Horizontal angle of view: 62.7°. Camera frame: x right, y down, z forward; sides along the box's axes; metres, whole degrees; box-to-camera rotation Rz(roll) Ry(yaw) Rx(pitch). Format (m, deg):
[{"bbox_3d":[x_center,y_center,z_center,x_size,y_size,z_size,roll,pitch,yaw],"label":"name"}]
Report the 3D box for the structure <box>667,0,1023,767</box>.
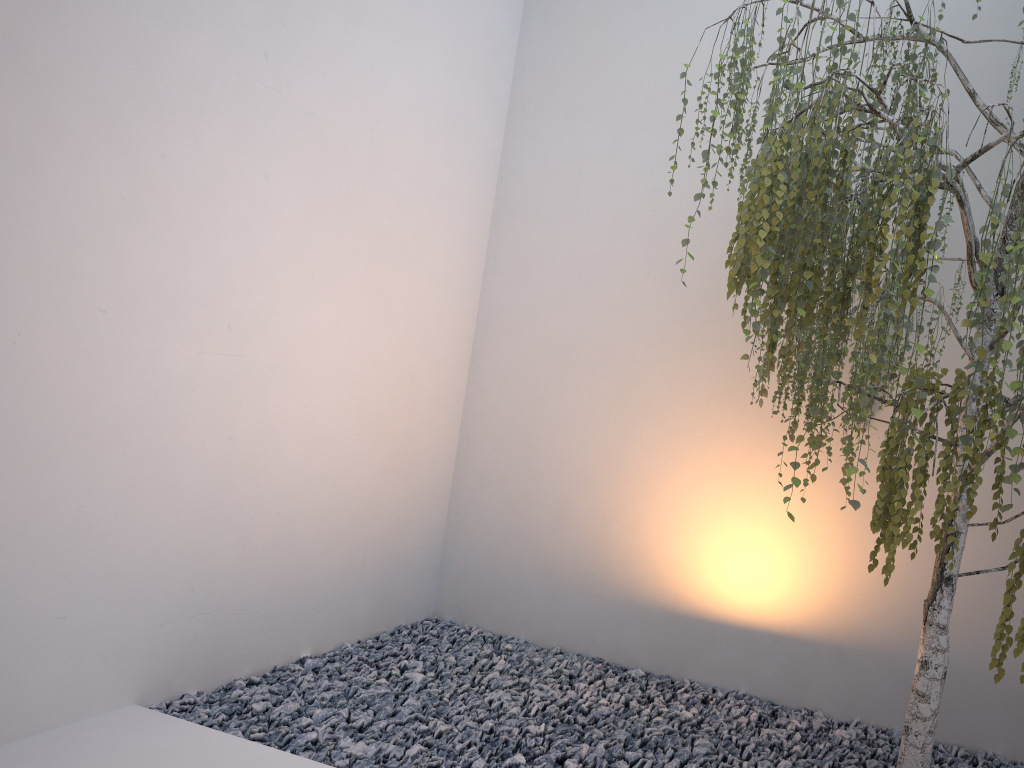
[{"bbox_3d":[1.534,-0.556,2.539,2.244,3.995,1.910,9,2,18],"label":"structure"}]
